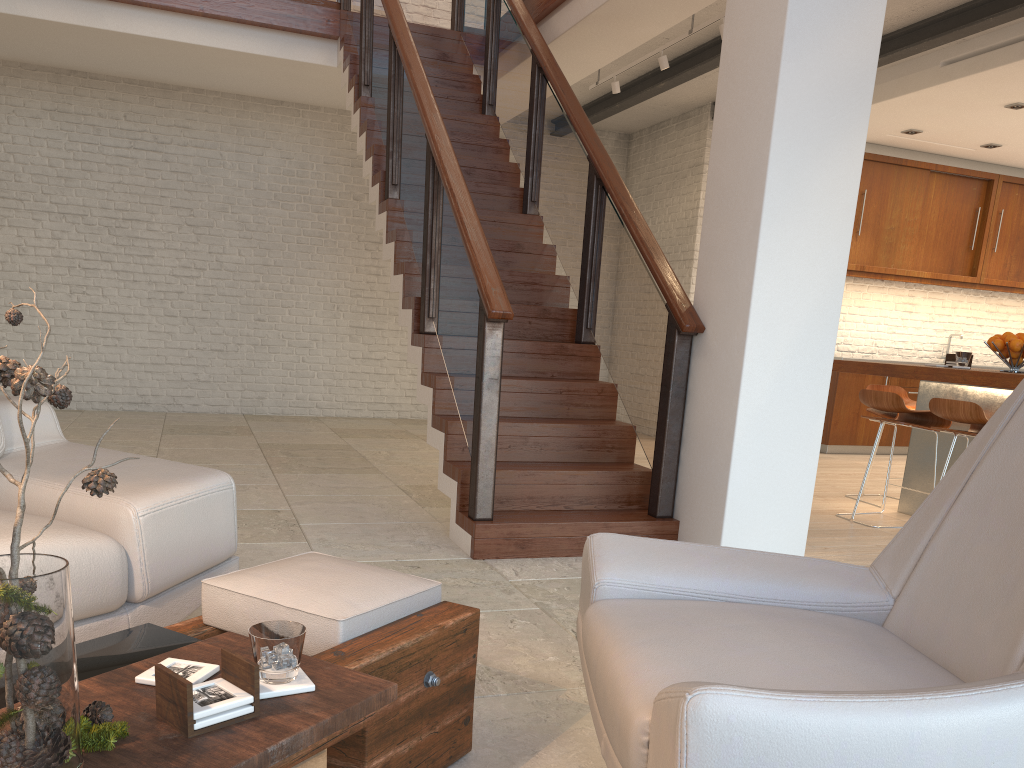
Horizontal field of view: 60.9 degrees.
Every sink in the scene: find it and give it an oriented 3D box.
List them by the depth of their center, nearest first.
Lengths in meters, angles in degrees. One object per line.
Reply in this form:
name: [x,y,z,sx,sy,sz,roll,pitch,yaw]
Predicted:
sink: [4.903,-0.281,9.076,0.858,0.443,0.501,2,8,-20]

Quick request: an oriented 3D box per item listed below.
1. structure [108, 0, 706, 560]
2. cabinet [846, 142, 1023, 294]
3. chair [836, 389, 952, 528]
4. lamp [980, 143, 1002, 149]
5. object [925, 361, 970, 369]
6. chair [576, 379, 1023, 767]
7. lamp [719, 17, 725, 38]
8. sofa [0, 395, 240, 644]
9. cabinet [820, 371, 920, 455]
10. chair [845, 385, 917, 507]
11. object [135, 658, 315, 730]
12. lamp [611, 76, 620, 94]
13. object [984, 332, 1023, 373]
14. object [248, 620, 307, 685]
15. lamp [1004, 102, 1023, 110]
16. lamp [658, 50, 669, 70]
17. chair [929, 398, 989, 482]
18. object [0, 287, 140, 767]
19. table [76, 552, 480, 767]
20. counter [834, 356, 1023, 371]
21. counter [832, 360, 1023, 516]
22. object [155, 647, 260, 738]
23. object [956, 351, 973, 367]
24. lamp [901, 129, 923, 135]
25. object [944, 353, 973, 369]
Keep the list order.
structure: [1.329,-1.307,4.203,13.862,4.273,9.865,2,5,-20]
cabinet: [4.598,-1.546,8.731,3.344,1.206,0.445,2,12,-20]
chair: [2.231,0.433,5.144,0.422,0.800,0.390,0,12,-20]
lamp: [4.221,-2.115,7.674,0.124,0.057,0.120,2,6,-20]
object: [2.672,-0.114,5.244,0.205,0.036,0.279,2,4,-20]
chair: [0.659,0.434,1.631,0.973,1.048,0.994,3,9,-4]
lamp: [1.276,-2.121,5.215,0.086,0.133,0.058,0,12,-18]
sofa: [-1.854,0.378,1.856,1.129,0.779,2.293,8,6,30]
cabinet: [5.314,-0.594,7.916,4.712,2.922,2.230,8,10,33]
chair: [2.549,0.410,5.835,0.405,0.800,0.408,-1,12,-20]
object: [-0.465,0.469,1.407,0.266,0.036,0.246,7,5,42]
lamp: [0.780,-2.237,6.546,0.058,0.133,0.085,13,14,39]
object: [2.851,-0.178,4.914,0.360,0.229,0.358,8,8,35]
object: [-0.380,0.437,1.412,0.090,0.087,0.089,8,10,29]
lamp: [3.732,-2.069,6.428,0.124,0.057,0.120,2,6,-20]
lamp: [1.026,-2.180,5.891,0.086,0.133,0.058,0,12,-18]
chair: [2.412,0.475,4.655,0.422,0.800,0.390,0,12,-20]
object: [-0.675,0.180,1.135,0.532,0.626,0.312,11,14,39]
table: [-0.433,0.695,0.958,1.946,0.442,2.172,6,5,31]
counter: [5.030,-0.054,7.668,3.335,0.072,3.423,2,4,-20]
counter: [3.457,0.427,5.283,2.498,0.950,1.637,2,6,-20]
object: [-0.449,0.454,1.289,0.092,0.085,0.113,11,10,41]
object: [2.665,-0.147,5.154,0.091,0.087,0.088,0,9,-23]
lamp: [3.383,-2.150,7.369,0.124,0.057,0.120,2,6,-20]
object: [2.712,-0.139,5.295,0.094,0.084,0.111,1,8,-20]
